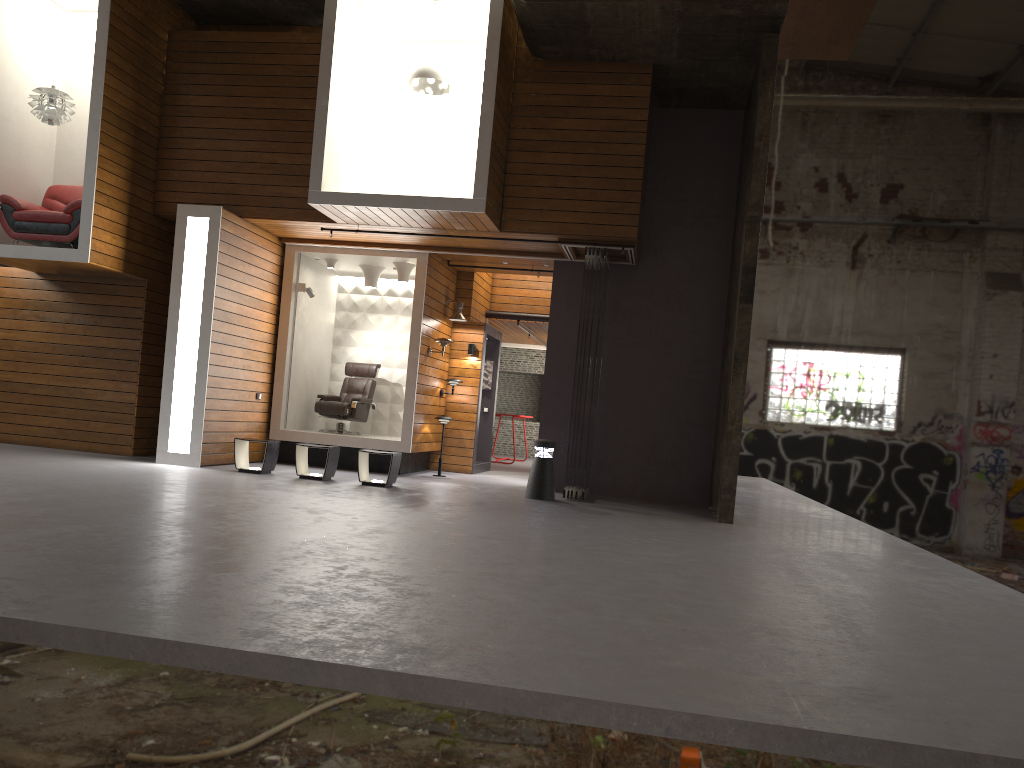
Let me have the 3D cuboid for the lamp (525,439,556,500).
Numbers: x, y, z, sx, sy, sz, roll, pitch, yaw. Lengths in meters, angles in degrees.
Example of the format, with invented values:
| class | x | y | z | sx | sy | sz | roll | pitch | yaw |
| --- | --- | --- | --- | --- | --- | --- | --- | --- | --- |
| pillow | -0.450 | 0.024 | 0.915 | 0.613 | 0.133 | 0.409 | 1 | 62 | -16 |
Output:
| class | x | y | z | sx | sy | sz | roll | pitch | yaw |
| --- | --- | --- | --- | --- | --- | --- | --- | --- | --- |
| lamp | 0.357 | 0.991 | 10.343 | 0.348 | 0.696 | 0.348 | 5 | 0 | 15 |

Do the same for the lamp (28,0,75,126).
| class | x | y | z | sx | sy | sz | roll | pitch | yaw |
| --- | --- | --- | --- | --- | --- | --- | --- | --- | --- |
| lamp | -5.289 | -3.915 | 10.291 | 0.513 | 1.775 | 0.486 | 5 | 0 | -27 |

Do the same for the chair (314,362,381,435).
| class | x | y | z | sx | sy | sz | roll | pitch | yaw |
| --- | --- | --- | --- | --- | --- | --- | --- | --- | --- |
| chair | -2.425 | 0.192 | 13.032 | 0.754 | 1.072 | 0.826 | 5 | 0 | 25 |

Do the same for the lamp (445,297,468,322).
| class | x | y | z | sx | sy | sz | roll | pitch | yaw |
| --- | --- | --- | --- | --- | --- | --- | --- | --- | --- |
| lamp | -0.805 | -1.098 | 12.989 | 0.345 | 0.331 | 0.295 | 5 | -1 | 11 |

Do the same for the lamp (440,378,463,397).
| class | x | y | z | sx | sy | sz | roll | pitch | yaw |
| --- | --- | --- | --- | --- | --- | --- | --- | --- | --- |
| lamp | -0.891 | 0.055 | 13.142 | 0.326 | 0.297 | 0.288 | 5 | -1 | 10 |

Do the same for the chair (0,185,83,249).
| class | x | y | z | sx | sy | sz | roll | pitch | yaw |
| --- | --- | --- | --- | --- | --- | --- | --- | --- | --- |
| chair | -5.348 | -2.012 | 10.669 | 1.199 | 0.938 | 0.953 | 5 | -1 | 10 |

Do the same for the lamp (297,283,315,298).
| class | x | y | z | sx | sy | sz | roll | pitch | yaw |
| --- | --- | --- | --- | --- | --- | --- | --- | --- | --- |
| lamp | -2.842 | -1.294 | 12.257 | 0.249 | 0.188 | 0.129 | 6 | 0 | -22 |

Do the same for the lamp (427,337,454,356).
| class | x | y | z | sx | sy | sz | roll | pitch | yaw |
| --- | --- | --- | --- | --- | --- | --- | --- | --- | --- |
| lamp | -0.979 | -0.511 | 12.258 | 0.351 | 0.271 | 0.288 | 5 | -1 | 10 |

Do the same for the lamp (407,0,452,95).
| class | x | y | z | sx | sy | sz | roll | pitch | yaw |
| --- | --- | --- | --- | --- | --- | --- | --- | --- | --- |
| lamp | -0.914 | -3.942 | 10.271 | 0.529 | 0.987 | 0.531 | 5 | 0 | 22 |

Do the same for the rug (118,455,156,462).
| class | x | y | z | sx | sy | sz | roll | pitch | yaw |
| --- | --- | --- | --- | --- | --- | --- | --- | --- | --- |
| rug | -4.401 | 0.952 | 11.399 | 0.540 | 0.014 | 1.579 | 5 | -2 | 10 |

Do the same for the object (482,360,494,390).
| class | x | y | z | sx | sy | sz | roll | pitch | yaw |
| --- | --- | --- | --- | --- | --- | --- | --- | --- | --- |
| object | -0.516 | -0.157 | 14.723 | 0.380 | 0.478 | 0.048 | 5 | 1 | 9 |

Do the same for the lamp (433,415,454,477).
| class | x | y | z | sx | sy | sz | roll | pitch | yaw |
| --- | --- | --- | --- | --- | --- | --- | --- | --- | --- |
| lamp | -0.987 | 0.871 | 12.482 | 0.288 | 0.863 | 0.287 | 5 | 0 | -5 |

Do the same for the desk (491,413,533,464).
| class | x | y | z | sx | sy | sz | roll | pitch | yaw |
| --- | --- | --- | --- | --- | --- | --- | --- | --- | --- |
| desk | -0.142 | 1.112 | 18.156 | 0.843 | 0.985 | 1.718 | 5 | -1 | 10 |
